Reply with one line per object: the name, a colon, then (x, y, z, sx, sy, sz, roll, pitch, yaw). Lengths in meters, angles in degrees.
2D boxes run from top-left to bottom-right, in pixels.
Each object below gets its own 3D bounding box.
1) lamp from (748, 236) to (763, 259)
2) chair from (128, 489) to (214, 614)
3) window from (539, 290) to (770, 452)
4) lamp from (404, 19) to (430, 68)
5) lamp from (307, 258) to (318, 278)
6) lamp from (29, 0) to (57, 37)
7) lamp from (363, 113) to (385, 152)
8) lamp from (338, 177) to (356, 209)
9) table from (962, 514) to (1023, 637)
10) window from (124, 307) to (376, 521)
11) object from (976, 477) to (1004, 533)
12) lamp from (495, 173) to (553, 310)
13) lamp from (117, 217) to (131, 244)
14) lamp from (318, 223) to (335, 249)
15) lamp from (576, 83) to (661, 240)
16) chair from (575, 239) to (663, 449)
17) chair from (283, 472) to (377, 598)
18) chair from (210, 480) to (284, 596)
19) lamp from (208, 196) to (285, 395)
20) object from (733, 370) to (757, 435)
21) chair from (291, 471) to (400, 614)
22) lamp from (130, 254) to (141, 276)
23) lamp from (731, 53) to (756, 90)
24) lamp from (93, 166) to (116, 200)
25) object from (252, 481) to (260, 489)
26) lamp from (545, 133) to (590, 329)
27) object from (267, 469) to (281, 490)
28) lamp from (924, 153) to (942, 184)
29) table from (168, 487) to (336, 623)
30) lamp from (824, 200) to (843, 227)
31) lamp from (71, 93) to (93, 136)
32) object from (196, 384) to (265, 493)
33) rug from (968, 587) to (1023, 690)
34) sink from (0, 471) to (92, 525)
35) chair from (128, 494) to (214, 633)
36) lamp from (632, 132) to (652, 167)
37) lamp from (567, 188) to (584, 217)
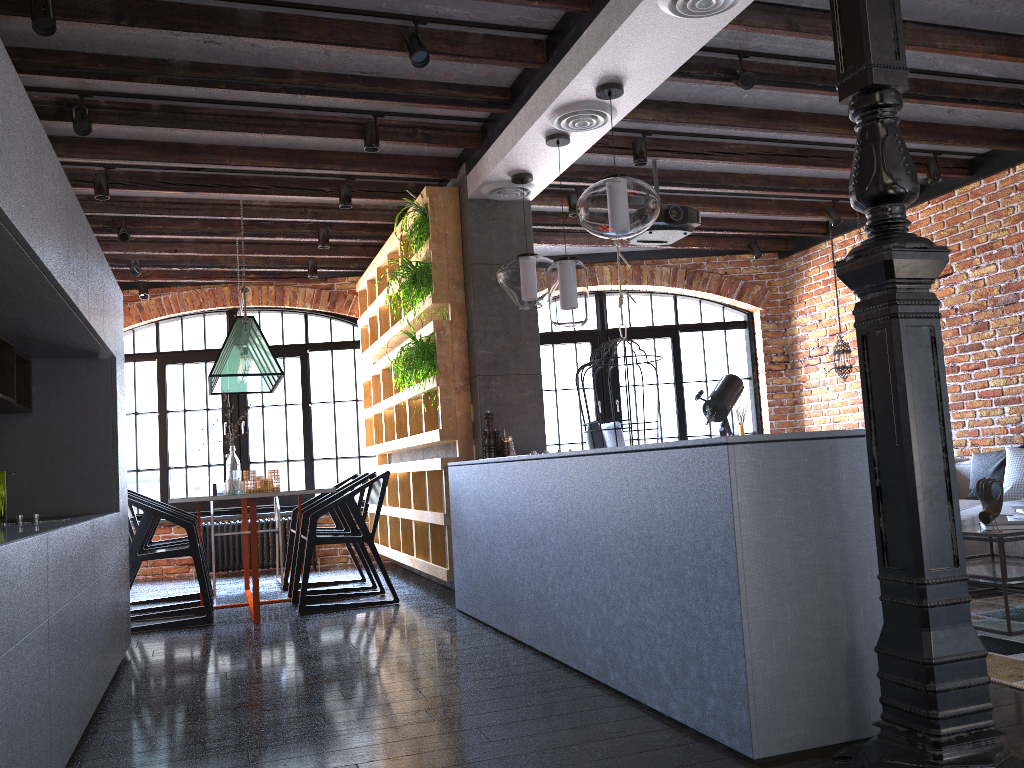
lamp: (2.172, -1.216, 7.921, 0.093, 0.208, 0.134, 1, -7, -43)
chair: (-2.362, 1.097, 6.034, 0.610, 0.818, 0.495, -2, -5, -19)
window: (0.906, 0.047, 8.484, 3.293, 2.232, 0.177, -3, -5, -1)
lamp: (-0.402, -1.442, 3.774, 0.093, 0.210, 0.145, -1, -6, -27)
lamp: (-1.713, -1.013, 7.648, 0.112, 0.184, 0.082, -8, -7, 39)
lamp: (-1.751, -1.401, 3.321, 0.092, 0.209, 0.140, 0, -6, -34)
lamp: (-0.740, -1.345, 4.737, 0.116, 0.184, 0.082, -7, -6, 32)
lamp: (-1.066, -1.233, 5.717, 0.113, 0.184, 0.082, -7, -6, 38)
table: (2.184, 0.820, 3.987, 0.842, 0.388, 0.849, -2, -6, -19)
window: (-2.568, 0.239, 8.226, 3.145, 2.232, 0.177, -3, -5, -1)
object: (1.975, 0.497, 3.657, 0.099, 0.222, 0.093, -5, -5, 21)
lamp: (0.079, -0.794, 4.947, 0.367, 0.746, 0.367, -7, -6, 34)
lamp: (-2.722, -1.074, 6.230, 0.093, 0.201, 0.162, -1, -6, -26)
lamp: (-1.407, -1.120, 6.707, 0.124, 0.184, 0.082, 0, -6, -35)
lamp: (0.446, -0.961, 3.848, 0.364, 0.664, 0.365, 0, -6, -36)
chair: (0.824, -0.236, 6.874, 0.683, 2.219, 0.802, -6, -6, 26)
chair: (-1.335, 1.066, 6.382, 0.610, 0.818, 0.495, -2, -5, -19)
chair: (-2.033, 1.146, 6.771, 0.495, 0.818, 0.611, -2, -5, -19)
lamp: (-1.883, -0.616, 6.159, 0.465, 1.266, 1.259, -2, -5, -19)
object: (2.175, 0.379, 8.185, 0.270, 1.053, 0.299, -4, -5, 2)
chair: (-1.083, 0.981, 5.634, 0.610, 0.818, 0.495, -2, -5, -19)
lamp: (-3.038, -0.964, 7.166, 0.093, 0.206, 0.160, -2, -5, -22)
lamp: (1.115, -1.495, 4.263, 0.092, 0.201, 0.162, -3, -5, -2)
lamp: (-2.416, -1.191, 5.243, 0.123, 0.188, 0.083, -5, -5, 15)
object: (-1.796, 0.714, 6.224, 0.060, 0.073, 0.060, -5, -5, 12)
lamp: (0.257, -0.754, 4.384, 0.195, 0.954, 0.198, -5, -5, 11)
object: (-1.643, 0.661, 6.117, 0.086, 0.139, 0.086, -1, -6, -29)
lamp: (2.829, -1.447, 5.954, 0.113, 0.194, 0.085, -8, -7, 42)
table: (-1.720, 1.081, 5.834, 0.905, 0.737, 1.889, -2, -6, -19)
lamp: (2.505, -1.330, 6.920, 0.134, 0.208, 0.090, -8, -6, 38)
lamp: (-2.069, -1.292, 4.274, 0.093, 0.210, 0.148, 0, -6, -31)
object: (-1.774, 0.340, 5.666, 0.443, 0.708, 0.194, -3, -5, -3)
rug: (2.075, 0.999, 3.579, 1.432, 0.013, 2.365, -2, -6, -19)
sink: (-1.927, 0.496, 3.511, 0.381, 0.287, 0.828, -2, -6, -19)
chair: (-2.111, 1.012, 5.285, 0.610, 0.818, 0.495, -2, -5, -19)
lamp: (0.772, -1.390, 5.258, 0.119, 0.184, 0.082, -1, -5, -23)
lamp: (0.446, -1.277, 6.228, 0.116, 0.188, 0.083, -7, -6, 34)
